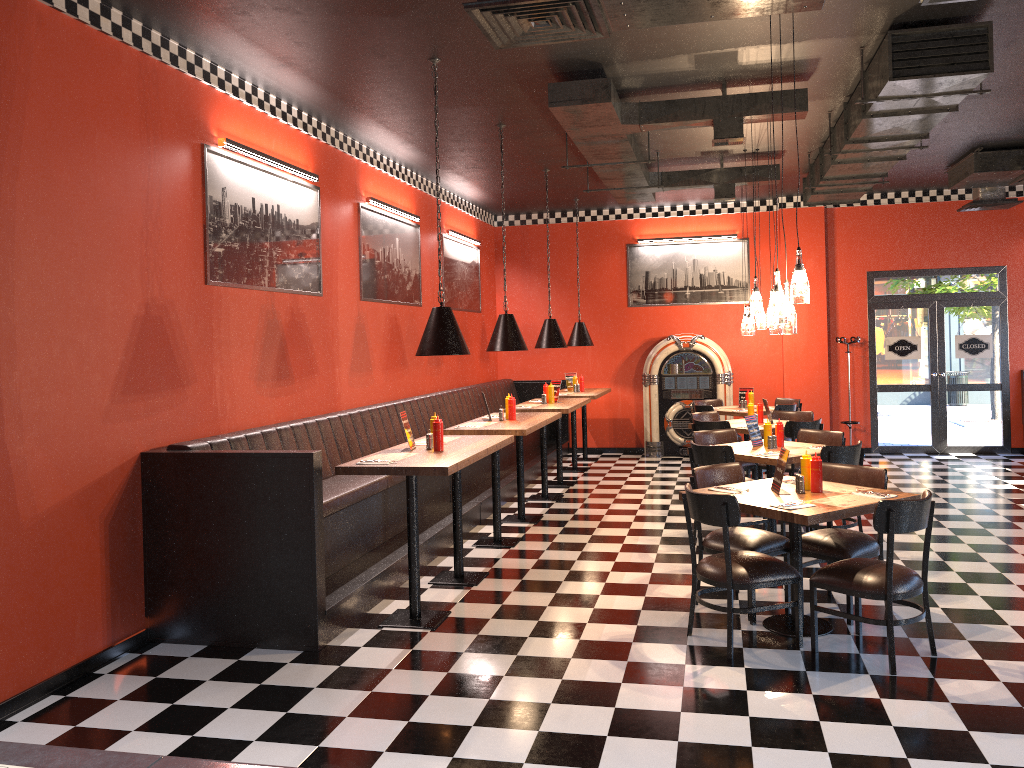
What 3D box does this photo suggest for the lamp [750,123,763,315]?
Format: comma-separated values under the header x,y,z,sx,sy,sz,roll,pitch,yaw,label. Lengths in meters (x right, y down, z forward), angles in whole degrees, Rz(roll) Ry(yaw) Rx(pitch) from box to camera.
x,y,z,sx,sy,sz,roll,pitch,yaw,label
2.011,-1.559,7.379,0.108,1.965,0.108,-2,0,-15,lamp

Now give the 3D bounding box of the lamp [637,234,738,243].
x,y,z,sx,sy,sz,roll,pitch,yaw,label
2.571,-2.137,13.027,1.444,0.056,0.081,-1,2,13,lamp

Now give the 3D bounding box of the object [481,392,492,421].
x,y,z,sx,sy,sz,roll,pitch,yaw,label
-0.231,0.202,8.054,0.072,0.257,0.188,-2,1,-8,object

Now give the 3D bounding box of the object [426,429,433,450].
x,y,z,sx,sy,sz,roll,pitch,yaw,label
-0.553,0.371,5.949,0.047,0.136,0.094,-1,1,4,object

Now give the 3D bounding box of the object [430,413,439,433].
x,y,z,sx,sy,sz,roll,pitch,yaw,label
-0.524,0.313,6.062,0.068,0.238,0.068,-2,0,-12,object

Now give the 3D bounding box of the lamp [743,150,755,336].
x,y,z,sx,sy,sz,roll,pitch,yaw,label
2.480,-1.491,9.323,0.108,1.965,0.108,-1,0,25,lamp

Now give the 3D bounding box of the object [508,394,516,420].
x,y,z,sx,sy,sz,roll,pitch,yaw,label
0.000,0.208,8.002,0.068,0.238,0.068,-1,0,33,object

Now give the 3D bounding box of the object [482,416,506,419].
x,y,z,sx,sy,sz,roll,pitch,yaw,label
-0.152,0.308,8.313,0.255,0.019,0.157,-1,3,10,object

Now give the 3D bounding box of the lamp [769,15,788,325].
x,y,z,sx,sy,sz,roll,pitch,yaw,label
1.519,-1.329,5.132,0.108,1.965,0.108,-2,0,0,lamp

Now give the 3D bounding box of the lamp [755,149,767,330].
x,y,z,sx,sy,sz,roll,pitch,yaw,label
2.601,-1.553,9.309,0.108,1.965,0.108,-2,0,-5,lamp

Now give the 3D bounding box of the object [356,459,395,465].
x,y,z,sx,sy,sz,roll,pitch,yaw,label
-0.798,0.465,5.322,0.255,0.019,0.157,-1,3,10,object

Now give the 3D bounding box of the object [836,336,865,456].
x,y,z,sx,sy,sz,roll,pitch,yaw,label
4.705,0.169,12.353,0.374,1.658,0.375,-1,0,36,object

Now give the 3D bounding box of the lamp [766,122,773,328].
x,y,z,sx,sy,sz,roll,pitch,yaw,label
2.145,-1.450,7.370,0.108,1.965,0.108,-2,0,-35,lamp

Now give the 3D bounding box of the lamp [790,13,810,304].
x,y,z,sx,sy,sz,roll,pitch,yaw,label
1.618,-1.440,5.050,0.108,1.965,0.108,-2,0,5,lamp

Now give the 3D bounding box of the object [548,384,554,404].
x,y,z,sx,sy,sz,roll,pitch,yaw,label
0.444,0.100,10.049,0.068,0.238,0.068,-2,0,2,object

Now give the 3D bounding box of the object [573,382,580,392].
x,y,z,sx,sy,sz,roll,pitch,yaw,label
0.884,0.045,12.109,0.094,0.136,0.047,-2,0,-7,object

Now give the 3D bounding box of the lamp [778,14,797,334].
x,y,z,sx,sy,sz,roll,pitch,yaw,label
1.602,-1.276,5.224,0.108,1.965,0.108,-2,0,-30,lamp

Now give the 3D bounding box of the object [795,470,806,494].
x,y,z,sx,sy,sz,roll,pitch,yaw,label
1.691,0.572,5.200,0.047,0.136,0.094,-2,1,3,object

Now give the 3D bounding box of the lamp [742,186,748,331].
x,y,z,sx,sy,sz,roll,pitch,yaw,label
2.980,-1.659,11.361,0.108,1.965,0.108,-2,0,-35,lamp

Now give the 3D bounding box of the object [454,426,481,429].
x,y,z,sx,sy,sz,roll,pitch,yaw,label
-0.346,0.357,7.365,0.255,0.019,0.157,-1,3,10,object

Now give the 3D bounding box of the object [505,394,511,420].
x,y,z,sx,sy,sz,roll,pitch,yaw,label
-0.026,0.205,8.092,0.068,0.238,0.068,-1,0,22,object

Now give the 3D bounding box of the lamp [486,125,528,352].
x,y,z,sx,sy,sz,roll,pitch,yaw,label
-0.070,-1.320,8.020,0.382,2.044,0.382,-2,0,-36,lamp

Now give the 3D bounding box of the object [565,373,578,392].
x,y,z,sx,sy,sz,roll,pitch,yaw,label
0.835,-0.026,12.325,0.188,0.257,0.072,-2,0,-27,object

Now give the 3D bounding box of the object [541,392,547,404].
x,y,z,sx,sy,sz,roll,pitch,yaw,label
0.362,0.157,10.009,0.047,0.136,0.094,-2,1,-22,object

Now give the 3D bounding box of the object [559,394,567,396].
x,y,z,sx,sy,sz,roll,pitch,yaw,label
0.631,0.136,11.530,0.255,0.019,0.157,-1,3,10,object

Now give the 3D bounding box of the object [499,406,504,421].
x,y,z,sx,sy,sz,roll,pitch,yaw,label
-0.096,0.263,7.999,0.047,0.136,0.094,-2,1,3,object

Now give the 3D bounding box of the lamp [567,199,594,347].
x,y,z,sx,sy,sz,roll,pitch,yaw,label
0.924,-1.549,12.339,0.382,2.044,0.382,-2,0,-36,lamp

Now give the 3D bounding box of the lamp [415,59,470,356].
x,y,z,sx,sy,sz,roll,pitch,yaw,label
-0.505,-1.221,6.132,0.382,2.044,0.382,-2,0,-36,lamp

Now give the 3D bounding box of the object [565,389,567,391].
x,y,z,sx,sy,sz,roll,pitch,yaw,label
0.873,0.081,12.582,0.255,0.019,0.157,-1,3,10,object

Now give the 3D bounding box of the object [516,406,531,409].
x,y,z,sx,sy,sz,roll,pitch,yaw,label
0.122,0.247,9.456,0.255,0.019,0.157,-1,3,10,object

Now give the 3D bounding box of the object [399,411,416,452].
x,y,z,sx,sy,sz,roll,pitch,yaw,label
-0.699,0.313,5.946,0.072,0.257,0.188,-2,1,4,object

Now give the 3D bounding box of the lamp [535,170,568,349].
x,y,z,sx,sy,sz,roll,pitch,yaw,label
0.421,-1.433,10.155,0.382,2.044,0.382,-2,0,-36,lamp

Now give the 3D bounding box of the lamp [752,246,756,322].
x,y,z,sx,sy,sz,roll,pitch,yaw,label
3.108,-1.774,11.352,0.108,1.965,0.108,-1,0,45,lamp

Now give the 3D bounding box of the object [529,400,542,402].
x,y,z,sx,sy,sz,roll,pitch,yaw,label
0.326,0.199,10.353,0.255,0.019,0.157,-1,3,10,object

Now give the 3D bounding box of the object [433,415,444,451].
x,y,z,sx,sy,sz,roll,pitch,yaw,label
-0.487,0.322,5.842,0.068,0.238,0.068,-2,0,-12,object

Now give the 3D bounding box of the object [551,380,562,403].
x,y,z,sx,sy,sz,roll,pitch,yaw,label
0.486,0.085,10.155,0.072,0.257,0.188,-2,1,-36,object

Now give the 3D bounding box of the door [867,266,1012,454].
x,y,z,sx,sy,sz,roll,pitch,yaw,label
5.917,-0.318,12.306,1.799,2.572,0.128,-1,0,13,door

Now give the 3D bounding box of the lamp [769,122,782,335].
x,y,z,sx,sy,sz,roll,pitch,yaw,label
2.132,-1.385,7.248,0.108,1.965,0.108,-1,0,25,lamp

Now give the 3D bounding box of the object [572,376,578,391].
x,y,z,sx,sy,sz,roll,pitch,yaw,label
0.871,-0.013,12.231,0.068,0.238,0.068,-1,0,6,object

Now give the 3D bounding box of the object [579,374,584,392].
x,y,z,sx,sy,sz,roll,pitch,yaw,label
0.959,-0.014,12.200,0.068,0.238,0.068,-1,0,6,object

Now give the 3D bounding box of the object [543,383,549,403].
x,y,z,sx,sy,sz,roll,pitch,yaw,label
0.390,0.098,10.125,0.068,0.238,0.068,-1,0,8,object

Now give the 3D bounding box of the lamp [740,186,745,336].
x,y,z,sx,sy,sz,roll,pitch,yaw,label
2.996,-1.606,11.484,0.108,1.965,0.108,-2,0,-5,lamp

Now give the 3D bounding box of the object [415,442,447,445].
x,y,z,sx,sy,sz,roll,pitch,yaw,label
-0.575,0.415,6.256,0.255,0.019,0.157,-1,3,10,object

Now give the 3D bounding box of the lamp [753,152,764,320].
x,y,z,sx,sy,sz,roll,pitch,yaw,label
2.606,-1.671,9.439,0.108,1.965,0.108,-2,0,-30,lamp
